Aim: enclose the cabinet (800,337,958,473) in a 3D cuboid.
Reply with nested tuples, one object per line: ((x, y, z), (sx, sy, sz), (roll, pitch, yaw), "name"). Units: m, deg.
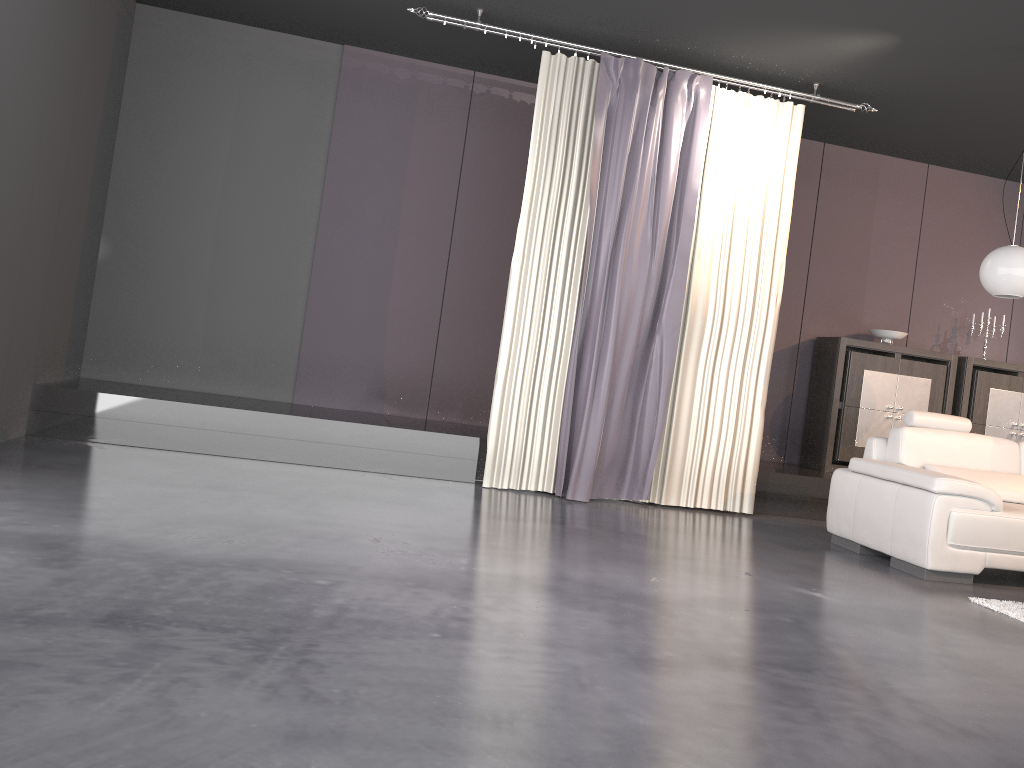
((3.023, 0.220, 7.261), (1.070, 1.076, 0.411), (8, -1, -12), "cabinet")

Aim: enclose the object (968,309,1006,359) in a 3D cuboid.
((4.009, -0.417, 7.484), (0.229, 0.446, 0.229), (8, -1, 6), "object")

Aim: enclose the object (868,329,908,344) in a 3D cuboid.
((3.095, -0.372, 7.312), (0.309, 0.117, 0.308), (8, 1, 22), "object")

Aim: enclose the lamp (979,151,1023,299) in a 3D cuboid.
((2.899, -1.196, 5.036), (0.305, 1.417, 0.308), (9, -2, -44), "lamp")

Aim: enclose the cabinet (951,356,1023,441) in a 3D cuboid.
((4.151, 0.370, 7.499), (1.070, 1.076, 0.411), (8, -1, -12), "cabinet")

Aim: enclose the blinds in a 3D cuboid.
((0.759, -0.729, 5.754), (3.283, 3.001, 0.248), (8, -2, -11), "blinds")

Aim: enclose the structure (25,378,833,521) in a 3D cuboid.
((0.856, 0.633, 6.535), (8.758, 0.301, 1.001), (8, 1, -12), "structure")

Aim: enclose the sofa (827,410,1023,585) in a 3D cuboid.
((3.500, 0.748, 4.761), (2.857, 0.859, 1.870), (8, 1, -12), "sofa")

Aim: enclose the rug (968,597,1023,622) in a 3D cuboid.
((2.935, 1.114, 3.845), (1.524, 0.023, 0.917), (8, 1, -12), "rug")
